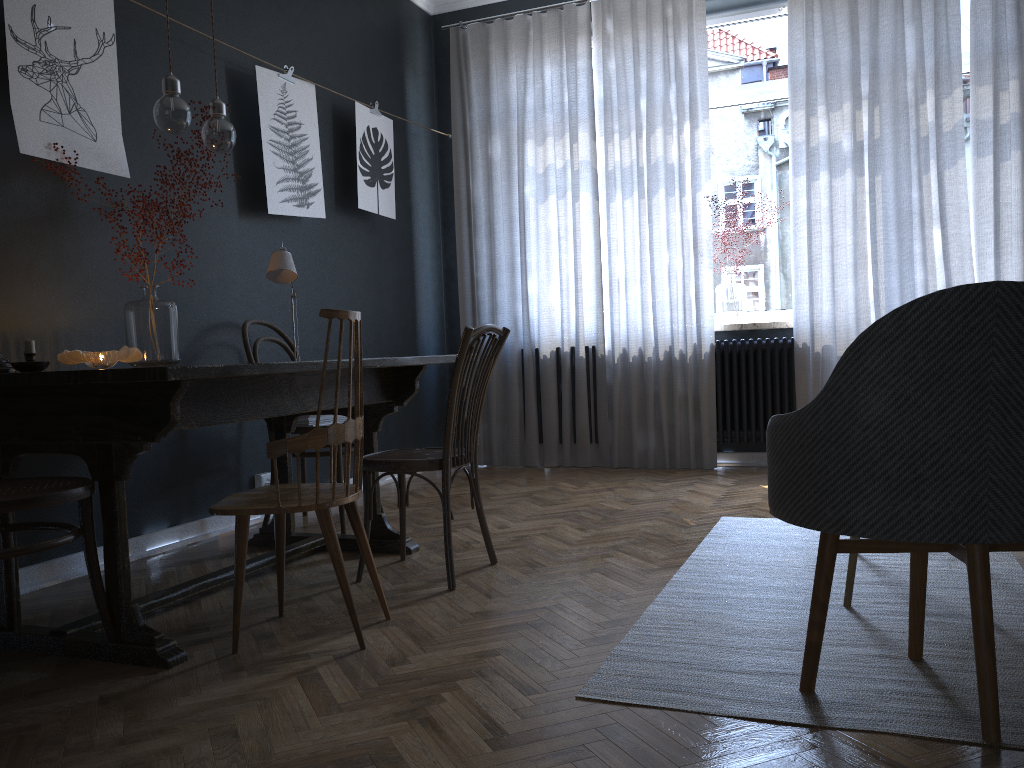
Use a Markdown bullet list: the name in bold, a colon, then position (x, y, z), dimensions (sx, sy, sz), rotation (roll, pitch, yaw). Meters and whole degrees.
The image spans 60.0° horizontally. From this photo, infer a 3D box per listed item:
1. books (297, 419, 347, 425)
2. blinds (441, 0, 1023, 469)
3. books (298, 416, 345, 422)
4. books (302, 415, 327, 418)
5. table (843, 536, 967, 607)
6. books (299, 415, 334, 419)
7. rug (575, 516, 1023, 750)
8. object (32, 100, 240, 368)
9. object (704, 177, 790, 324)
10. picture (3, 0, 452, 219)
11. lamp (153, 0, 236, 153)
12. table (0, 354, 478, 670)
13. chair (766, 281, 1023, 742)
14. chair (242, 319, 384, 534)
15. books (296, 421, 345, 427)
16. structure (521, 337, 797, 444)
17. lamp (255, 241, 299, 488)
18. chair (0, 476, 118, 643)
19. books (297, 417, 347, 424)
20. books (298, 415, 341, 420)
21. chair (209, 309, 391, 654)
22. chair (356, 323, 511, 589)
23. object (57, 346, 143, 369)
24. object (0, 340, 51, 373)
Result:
- **books**: position (-0.850, 0.163, 3.869), dimensions (0.218, 0.007, 0.304), rotation (-1, 2, 34)
- **blinds**: position (1.493, -0.917, 4.978), dimensions (3.993, 2.791, 0.312), rotation (-1, 3, 22)
- **books**: position (-0.849, 0.147, 3.868), dimensions (0.218, 0.013, 0.304), rotation (-1, 2, 34)
- **books**: position (-0.851, 0.130, 3.879), dimensions (0.218, 0.006, 0.304), rotation (-1, 2, 34)
- **table**: position (1.165, 0.311, 2.628), dimensions (0.339, 0.550, 0.787), rotation (-1, 3, 22)
- **books**: position (-0.855, 0.136, 3.872), dimensions (0.218, 0.008, 0.288), rotation (-1, 3, 35)
- **rug**: position (0.967, 0.595, 2.582), dimensions (1.003, 0.013, 2.009), rotation (-2, 2, 22)
- **object**: position (-1.303, -0.526, 3.163), dimensions (0.638, 0.931, 0.556), rotation (-3, 3, -8)
- **object**: position (1.301, -0.758, 5.162), dimensions (0.514, 0.810, 0.599), rotation (-3, 3, -4)
- **picture**: position (-1.208, -1.148, 3.767), dimensions (0.058, 0.771, 4.453), rotation (-1, 2, 22)
- **lamp**: position (-0.532, -1.555, 2.343), dimensions (0.582, 1.575, 1.590), rotation (-4, 3, -37)
- **table**: position (-0.933, 0.300, 2.830), dimensions (1.126, 0.728, 1.603), rotation (-1, 2, 22)
- **chair**: position (0.865, 0.222, 1.738), dimensions (0.645, 0.812, 0.494), rotation (-2, 3, 0)
- **chair**: position (-0.876, 0.161, 3.907), dimensions (0.549, 0.921, 0.437), rotation (-1, 3, 20)
- **books**: position (-0.848, 0.170, 3.871), dimensions (0.218, 0.008, 0.304), rotation (-1, 2, 29)
- **structure**: position (0.912, 0.051, 5.345), dimensions (1.846, 0.601, 0.215), rotation (-1, 3, 22)
- **lamp**: position (-0.948, -0.030, 3.767), dimensions (0.242, 1.070, 0.799), rotation (-4, 3, -24)
- **chair**: position (-1.251, 0.244, 2.046), dimensions (0.438, 0.921, 0.548), rotation (-1, 3, 25)
- **books**: position (-0.849, 0.155, 3.870), dimensions (0.218, 0.008, 0.304), rotation (-1, 2, 34)
- **books**: position (-0.854, 0.142, 3.871), dimensions (0.218, 0.008, 0.288), rotation (-1, 3, 35)
- **chair**: position (-0.556, 0.242, 2.336), dimensions (0.384, 0.857, 0.455), rotation (-2, 3, 7)
- **chair**: position (-0.261, 0.222, 2.921), dimensions (0.467, 0.820, 0.362), rotation (-1, 3, 22)
- **object**: position (-1.334, -0.084, 2.877), dimensions (0.252, 0.072, 0.254), rotation (-1, 2, 28)
- **object**: position (-1.493, -0.234, 2.430), dimensions (0.223, 0.420, 0.368), rotation (-1, 3, 23)
